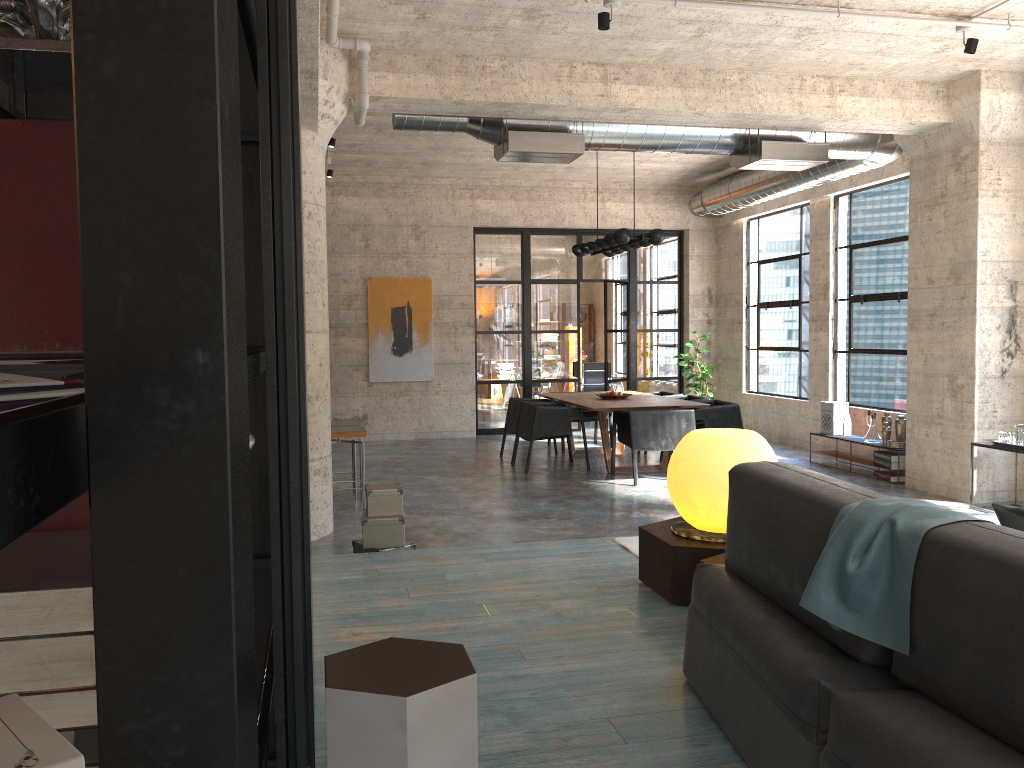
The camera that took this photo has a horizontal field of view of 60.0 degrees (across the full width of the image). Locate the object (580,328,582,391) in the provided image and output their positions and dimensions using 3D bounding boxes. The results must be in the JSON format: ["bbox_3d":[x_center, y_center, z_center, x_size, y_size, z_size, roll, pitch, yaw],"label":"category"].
[{"bbox_3d":[1.285,-0.360,18.661,0.304,1.640,0.342,-1,3,-12],"label":"object"}]

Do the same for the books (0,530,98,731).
[{"bbox_3d":[-0.741,0.369,1.385,0.274,0.197,0.393,-1,3,-12],"label":"books"}]

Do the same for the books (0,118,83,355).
[{"bbox_3d":[-0.707,-0.225,1.394,0.216,0.354,0.256,-1,3,-12],"label":"books"}]

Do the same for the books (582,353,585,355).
[{"bbox_3d":[1.452,-0.680,20.003,0.326,0.055,0.255,-1,3,-12],"label":"books"}]

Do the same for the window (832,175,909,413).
[{"bbox_3d":[4.128,-0.974,9.955,0.081,2.530,1.780,-1,3,-12],"label":"window"}]

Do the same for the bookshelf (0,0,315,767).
[{"bbox_3d":[-0.503,-0.248,0.677,0.628,2.571,2.900,-1,3,-12],"label":"bookshelf"}]

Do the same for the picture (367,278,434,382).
[{"bbox_3d":[-1.609,-0.785,12.845,0.928,1.494,0.029,-1,3,-12],"label":"picture"}]

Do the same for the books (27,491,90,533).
[{"bbox_3d":[-0.793,0.267,1.726,0.277,0.362,0.191,-2,3,-17],"label":"books"}]

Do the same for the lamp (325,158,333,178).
[{"bbox_3d":[-2.353,-2.761,11.347,0.145,0.236,0.107,-2,4,-29],"label":"lamp"}]

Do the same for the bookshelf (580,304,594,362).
[{"bbox_3d":[0.309,-0.678,19.719,3.034,2.179,0.366,-1,3,-12],"label":"bookshelf"}]

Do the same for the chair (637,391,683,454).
[{"bbox_3d":[1.876,0.482,11.576,0.754,0.738,0.707,-1,3,-12],"label":"chair"}]

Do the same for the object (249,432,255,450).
[{"bbox_3d":[-0.393,0.271,0.983,0.218,0.433,0.218,-2,3,-20],"label":"object"}]

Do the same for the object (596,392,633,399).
[{"bbox_3d":[1.192,0.130,10.363,0.435,0.079,0.435,1,4,24],"label":"object"}]

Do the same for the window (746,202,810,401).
[{"bbox_3d":[2.982,-1.250,15.128,0.081,2.530,7.902,-1,3,-12],"label":"window"}]

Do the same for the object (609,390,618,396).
[{"bbox_3d":[1.206,0.117,10.343,0.100,0.097,0.219,1,4,31],"label":"object"}]

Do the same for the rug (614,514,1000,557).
[{"bbox_3d":[2.799,0.959,1.127,2.954,0.032,7.768,-1,3,-12],"label":"rug"}]

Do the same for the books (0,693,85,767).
[{"bbox_3d":[-0.507,0.407,0.728,0.257,0.188,0.306,2,4,42],"label":"books"}]

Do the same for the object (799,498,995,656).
[{"bbox_3d":[1.104,0.466,1.823,0.985,0.438,0.444,0,3,14],"label":"object"}]

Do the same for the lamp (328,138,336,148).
[{"bbox_3d":[-1.959,-2.660,9.523,0.145,0.236,0.107,-2,4,-29],"label":"lamp"}]

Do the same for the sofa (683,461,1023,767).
[{"bbox_3d":[1.079,0.598,1.906,1.019,0.680,2.063,-1,3,-12],"label":"sofa"}]

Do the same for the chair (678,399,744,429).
[{"bbox_3d":[2.199,0.568,9.972,0.754,0.738,0.707,-1,3,-7],"label":"chair"}]

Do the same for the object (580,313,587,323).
[{"bbox_3d":[1.469,-1.483,19.933,0.434,0.217,0.430,-2,3,-15],"label":"object"}]

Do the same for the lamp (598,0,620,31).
[{"bbox_3d":[0.615,-2.345,5.580,0.141,0.215,0.107,-3,4,-30],"label":"lamp"}]

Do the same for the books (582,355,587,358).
[{"bbox_3d":[1.499,-0.626,20.005,0.326,0.056,0.255,-2,3,-17],"label":"books"}]

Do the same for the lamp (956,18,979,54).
[{"bbox_3d":[3.140,-2.395,6.125,0.107,0.236,0.145,-2,4,-29],"label":"lamp"}]

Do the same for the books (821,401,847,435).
[{"bbox_3d":[3.651,0.385,10.047,0.191,0.362,0.277,-1,3,-12],"label":"books"}]

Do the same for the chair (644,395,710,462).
[{"bbox_3d":[2.065,0.523,10.808,0.754,0.738,0.707,-1,3,-7],"label":"chair"}]

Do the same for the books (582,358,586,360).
[{"bbox_3d":[1.475,-0.569,20.003,0.326,0.055,0.255,-1,3,-10],"label":"books"}]

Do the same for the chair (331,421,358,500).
[{"bbox_3d":[-1.687,0.722,8.376,0.450,0.698,0.450,-1,3,-12],"label":"chair"}]

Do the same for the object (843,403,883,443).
[{"bbox_3d":[3.777,0.411,9.531,0.199,0.365,0.703,-1,3,-1],"label":"object"}]

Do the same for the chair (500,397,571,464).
[{"bbox_3d":[0.280,0.545,10.795,0.754,0.738,0.707,-1,3,-12],"label":"chair"}]

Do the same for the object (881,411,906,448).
[{"bbox_3d":[3.859,0.459,8.953,0.248,0.333,0.415,1,3,24],"label":"object"}]

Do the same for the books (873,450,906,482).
[{"bbox_3d":[3.873,0.828,8.970,0.274,0.263,0.393,-1,3,-2],"label":"books"}]

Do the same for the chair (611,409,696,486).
[{"bbox_3d":[1.473,0.619,9.213,0.707,0.738,0.754,-1,3,-12],"label":"chair"}]

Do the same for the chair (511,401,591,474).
[{"bbox_3d":[0.430,0.583,10.078,0.754,0.738,0.707,-1,3,-12],"label":"chair"}]

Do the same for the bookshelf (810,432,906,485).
[{"bbox_3d":[3.778,0.770,9.487,0.350,0.347,1.600,-1,3,-12],"label":"bookshelf"}]

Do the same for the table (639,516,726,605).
[{"bbox_3d":[0.918,0.736,3.536,0.616,0.230,1.044,-1,3,-12],"label":"table"}]

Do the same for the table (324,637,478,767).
[{"bbox_3d":[-0.246,0.783,1.950,0.365,0.340,0.316,0,3,18],"label":"table"}]

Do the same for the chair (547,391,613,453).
[{"bbox_3d":[0.899,0.483,11.771,0.707,0.738,0.754,-1,3,-12],"label":"chair"}]

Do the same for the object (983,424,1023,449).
[{"bbox_3d":[4.133,0.379,7.186,0.327,0.253,0.546,-1,3,-12],"label":"object"}]

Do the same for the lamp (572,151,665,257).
[{"bbox_3d":[1.192,-2.201,10.261,0.583,1.327,1.813,-1,3,-12],"label":"lamp"}]

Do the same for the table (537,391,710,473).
[{"bbox_3d":[1.211,0.545,10.420,1.299,0.756,2.410,-1,3,-12],"label":"table"}]

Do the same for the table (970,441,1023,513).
[{"bbox_3d":[4.161,0.783,7.259,0.450,0.563,0.600,-1,3,-12],"label":"table"}]

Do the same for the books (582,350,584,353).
[{"bbox_3d":[1.435,-0.735,19.996,0.326,0.055,0.255,-1,3,-2],"label":"books"}]

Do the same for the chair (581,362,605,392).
[{"bbox_3d":[1.373,0.115,15.760,0.653,1.015,0.684,-1,3,-13],"label":"chair"}]

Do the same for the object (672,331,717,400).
[{"bbox_3d":[2.780,-0.025,13.310,0.514,1.552,0.886,-2,3,-15],"label":"object"}]

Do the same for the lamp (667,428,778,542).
[{"bbox_3d":[0.879,0.404,3.687,0.462,0.417,0.462,0,3,16],"label":"lamp"}]

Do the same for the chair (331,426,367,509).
[{"bbox_3d":[-1.522,0.749,7.857,0.450,0.698,0.450,-1,3,-12],"label":"chair"}]

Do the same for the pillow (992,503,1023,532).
[{"bbox_3d":[1.140,0.405,1.832,0.320,0.393,0.670,-1,3,-6],"label":"pillow"}]

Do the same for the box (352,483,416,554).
[{"bbox_3d":[-0.664,0.748,4.585,0.280,0.441,0.331,-2,3,-23],"label":"box"}]
